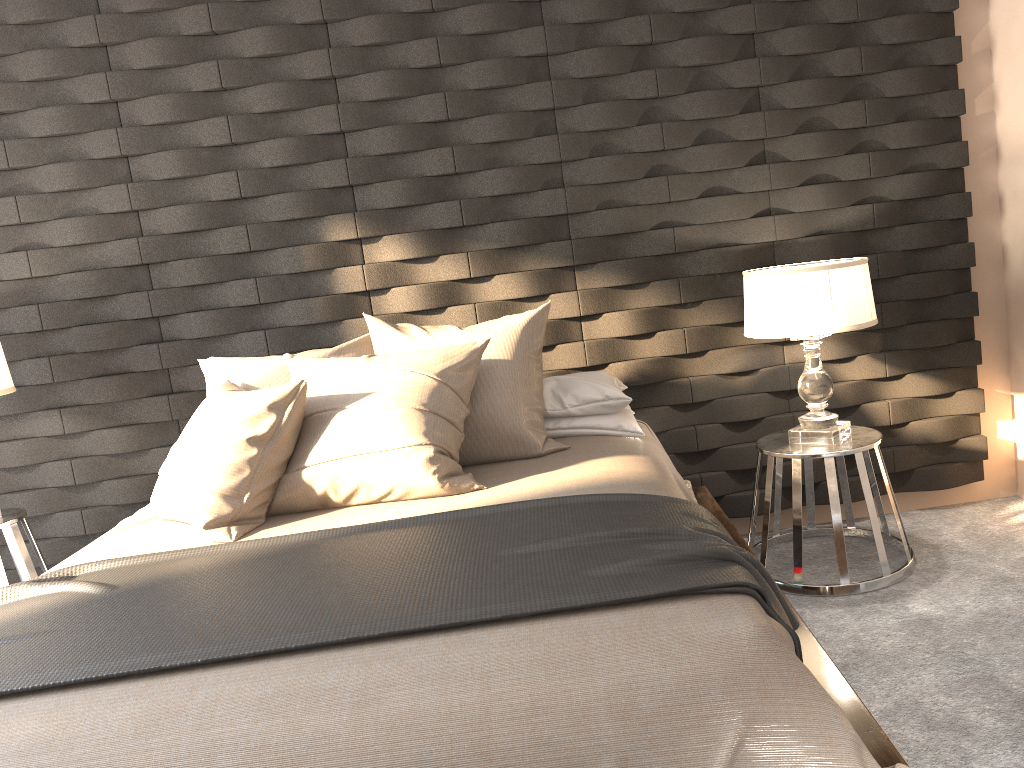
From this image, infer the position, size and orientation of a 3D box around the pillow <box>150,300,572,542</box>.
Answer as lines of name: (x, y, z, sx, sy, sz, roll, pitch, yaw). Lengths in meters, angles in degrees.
pillow: (-0.473, 0.061, 2.647, 1.259, 0.519, 0.899, -7, 8, 0)

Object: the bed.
bed: (-0.371, 0.656, 2.337, 2.297, 0.624, 2.289, -7, 8, 0)

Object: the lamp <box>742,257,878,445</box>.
lamp: (1.071, -0.110, 3.137, 0.491, 0.631, 0.441, -13, 10, -38)

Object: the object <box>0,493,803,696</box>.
object: (-0.412, 0.543, 1.864, 2.062, 0.322, 0.615, -7, 8, -3)

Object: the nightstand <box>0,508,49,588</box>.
nightstand: (-1.765, 0.757, 2.931, 0.540, 0.604, 0.561, -6, 8, 12)

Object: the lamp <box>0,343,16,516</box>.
lamp: (-1.862, 0.151, 2.849, 0.443, 0.631, 0.488, -3, 9, 32)

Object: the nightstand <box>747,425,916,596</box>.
nightstand: (1.137, 0.430, 3.227, 0.588, 0.472, 0.653, -1, 10, 38)
